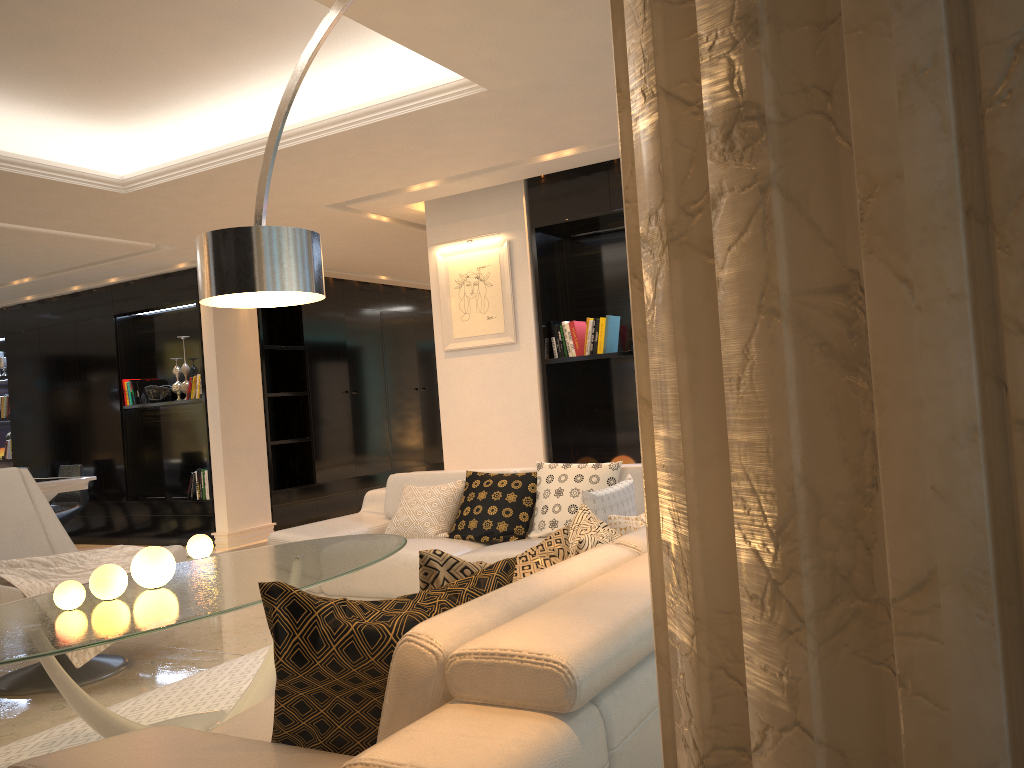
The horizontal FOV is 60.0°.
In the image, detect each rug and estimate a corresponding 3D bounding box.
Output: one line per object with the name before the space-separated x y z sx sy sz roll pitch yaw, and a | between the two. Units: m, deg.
rug | -1.095 1.271 3.036 1.661 0.020 2.900 -5 -1 30

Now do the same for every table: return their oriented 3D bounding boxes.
table | -5.292 1.330 8.118 3.031 0.759 1.293 -5 -1 30
table | -1.097 0.975 3.059 0.999 0.565 2.140 -5 -1 29

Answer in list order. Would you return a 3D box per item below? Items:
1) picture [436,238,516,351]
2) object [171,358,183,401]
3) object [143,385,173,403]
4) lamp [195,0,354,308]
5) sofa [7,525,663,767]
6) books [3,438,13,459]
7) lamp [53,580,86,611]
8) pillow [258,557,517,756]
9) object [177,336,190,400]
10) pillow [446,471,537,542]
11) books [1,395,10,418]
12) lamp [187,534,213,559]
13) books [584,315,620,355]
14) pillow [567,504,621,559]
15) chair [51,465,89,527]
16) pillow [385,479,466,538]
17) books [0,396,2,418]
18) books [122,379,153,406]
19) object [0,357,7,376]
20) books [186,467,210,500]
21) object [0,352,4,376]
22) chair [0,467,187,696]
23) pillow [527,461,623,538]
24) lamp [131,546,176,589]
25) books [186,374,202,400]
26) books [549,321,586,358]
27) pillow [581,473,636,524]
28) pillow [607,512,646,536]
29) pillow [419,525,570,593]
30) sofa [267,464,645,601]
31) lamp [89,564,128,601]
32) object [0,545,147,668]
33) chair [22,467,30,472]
picture | -0.259 -0.626 6.319 0.610 0.729 0.027 -5 -1 30
object | -3.264 -0.042 8.660 0.121 0.416 0.121 -5 -1 25
object | -3.496 0.104 8.767 0.375 0.177 0.193 -5 -1 31
lamp | -0.085 -0.079 2.457 2.009 2.519 0.393 -5 -1 30
sofa | 0.081 0.793 2.384 1.145 0.754 2.328 -5 -1 30
books | -5.602 0.725 10.023 0.284 0.232 0.182 -5 -1 33
lamp | -1.388 0.663 2.782 0.090 0.091 0.090 -4 -1 -10
pillow | -0.238 0.596 1.888 0.575 0.436 0.301 -4 -1 -29
object | -3.153 -0.150 8.564 0.121 0.612 0.121 -5 -1 25
pillow | -0.112 0.654 4.804 0.524 0.355 0.323 -5 -1 30
books | -5.627 0.249 10.030 0.252 0.261 0.212 -5 -1 30
lamp | -2.662 1.388 7.565 0.212 0.214 0.213 -4 -1 -21
books | 0.617 -0.328 6.091 0.210 0.261 0.212 -5 -1 30
pillow | 0.206 0.579 2.464 0.288 0.429 0.587 -5 -1 5
chair | -4.320 1.210 8.317 0.523 0.858 0.496 -5 -1 30
pillow | -0.510 0.724 5.022 0.521 0.329 0.351 -5 -1 30
books | -5.808 0.268 10.134 0.245 0.256 0.207 -5 -1 29
books | -3.760 0.079 8.938 0.236 0.270 0.210 -5 -1 30
object | -5.813 -0.188 10.155 0.104 0.224 0.104 -5 -1 32
books | -2.925 0.944 8.462 0.345 0.296 0.222 -5 -1 30
object | -5.910 -0.218 10.217 0.111 0.301 0.111 -5 -1 26
chair | -2.284 0.897 4.280 0.983 0.991 1.027 -5 -1 29
pillow | 0.304 0.603 4.613 0.526 0.399 0.255 -5 -1 30
lamp | -1.235 0.631 3.053 0.143 0.143 0.143 -5 -1 14
books | -2.964 0.023 8.479 0.290 0.238 0.189 -5 -1 29
books | 0.414 -0.314 6.203 0.240 0.270 0.208 -5 -1 30
pillow | 0.429 0.613 4.247 0.281 0.325 0.521 -5 -2 39
pillow | 0.379 0.575 2.823 0.222 0.380 0.463 -5 -2 34
pillow | -0.017 0.586 2.224 0.301 0.436 0.575 -5 -2 36
sofa | -0.066 0.855 4.728 2.328 0.754 1.145 -5 -1 30
lamp | -1.320 0.648 2.902 0.115 0.115 0.115 -4 -2 -35
object | -2.325 1.094 4.070 1.347 0.580 0.972 -4 -1 -23
chair | -5.054 1.276 8.740 0.523 0.858 0.496 -5 -1 30
